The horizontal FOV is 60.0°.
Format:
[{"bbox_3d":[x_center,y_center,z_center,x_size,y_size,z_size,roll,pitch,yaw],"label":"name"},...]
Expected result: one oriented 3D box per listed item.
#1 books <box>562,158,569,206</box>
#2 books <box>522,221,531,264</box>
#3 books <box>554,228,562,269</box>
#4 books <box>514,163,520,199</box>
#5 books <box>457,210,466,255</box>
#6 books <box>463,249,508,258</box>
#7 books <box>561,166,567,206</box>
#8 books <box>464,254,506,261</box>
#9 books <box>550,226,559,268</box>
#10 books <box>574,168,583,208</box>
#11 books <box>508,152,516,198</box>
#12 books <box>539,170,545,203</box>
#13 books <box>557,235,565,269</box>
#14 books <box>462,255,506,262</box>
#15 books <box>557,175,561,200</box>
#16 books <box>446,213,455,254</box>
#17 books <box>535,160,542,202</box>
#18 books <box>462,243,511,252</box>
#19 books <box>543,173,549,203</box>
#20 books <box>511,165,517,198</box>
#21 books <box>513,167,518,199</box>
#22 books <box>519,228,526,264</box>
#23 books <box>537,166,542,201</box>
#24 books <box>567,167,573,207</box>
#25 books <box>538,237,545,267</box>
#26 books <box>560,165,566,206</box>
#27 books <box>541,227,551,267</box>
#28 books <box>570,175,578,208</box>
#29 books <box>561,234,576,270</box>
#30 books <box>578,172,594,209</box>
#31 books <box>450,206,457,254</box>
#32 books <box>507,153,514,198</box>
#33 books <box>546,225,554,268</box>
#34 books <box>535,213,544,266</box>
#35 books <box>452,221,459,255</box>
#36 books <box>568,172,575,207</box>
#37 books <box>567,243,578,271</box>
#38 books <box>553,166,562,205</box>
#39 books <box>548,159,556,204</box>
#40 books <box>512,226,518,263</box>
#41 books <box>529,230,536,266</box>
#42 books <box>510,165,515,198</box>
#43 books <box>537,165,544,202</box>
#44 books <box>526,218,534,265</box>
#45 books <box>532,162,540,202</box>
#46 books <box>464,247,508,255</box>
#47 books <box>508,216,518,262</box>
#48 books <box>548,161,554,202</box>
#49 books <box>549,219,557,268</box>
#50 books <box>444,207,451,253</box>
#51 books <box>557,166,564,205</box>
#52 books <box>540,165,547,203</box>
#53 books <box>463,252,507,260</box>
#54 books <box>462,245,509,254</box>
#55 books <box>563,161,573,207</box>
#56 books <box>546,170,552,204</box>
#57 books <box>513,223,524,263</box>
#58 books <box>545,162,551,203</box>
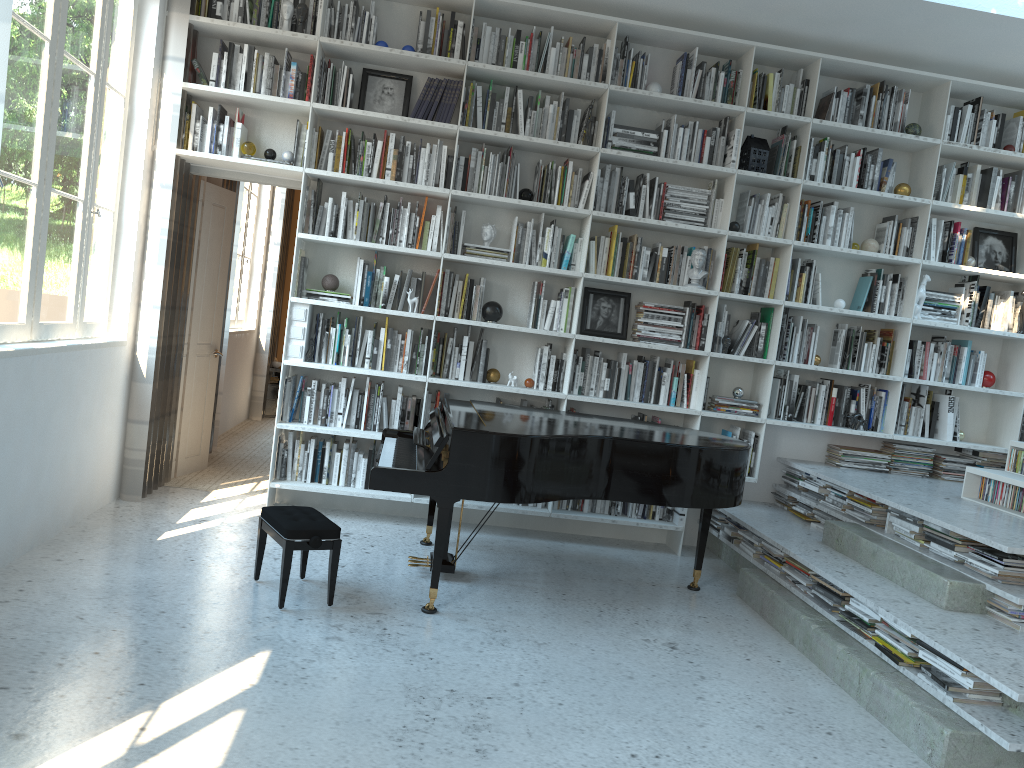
[{"bbox_3d":[0.313,-1.213,5.414,0.006,0.304,0.165,7,4,-7],"label":"books"},{"bbox_3d":[0.081,-0.852,5.426,0.022,0.267,0.151,7,4,-7],"label":"books"},{"bbox_3d":[0.268,-0.824,5.460,0.022,0.256,0.152,7,4,-7],"label":"books"},{"bbox_3d":[0.029,-1.211,5.389,0.031,0.232,0.147,7,4,-7],"label":"books"},{"bbox_3d":[-0.311,-0.906,5.382,0.021,0.278,0.136,7,4,-7],"label":"books"},{"bbox_3d":[-0.164,-0.790,5.401,0.254,0.012,0.160,7,4,-12],"label":"books"},{"bbox_3d":[0.304,-1.188,5.413,0.006,0.253,0.180,7,4,-7],"label":"books"},{"bbox_3d":[-0.169,-0.767,5.414,0.254,0.012,0.160,7,4,-7],"label":"books"},{"bbox_3d":[0.248,-0.827,5.437,0.023,0.260,0.170,7,4,-7],"label":"books"},{"bbox_3d":[0.392,-1.178,5.424,0.022,0.257,0.155,7,4,-7],"label":"books"},{"bbox_3d":[-0.009,-1.242,5.364,0.011,0.287,0.188,7,4,-7],"label":"books"},{"bbox_3d":[0.169,-1.187,5.410,0.013,0.216,0.149,7,4,-7],"label":"books"},{"bbox_3d":[0.289,-0.802,5.465,0.026,0.219,0.149,7,4,-7],"label":"books"},{"bbox_3d":[-0.170,-0.755,5.410,0.285,0.012,0.159,7,4,-9],"label":"books"},{"bbox_3d":[0.271,-1.185,5.429,0.011,0.236,0.130,7,4,-7],"label":"books"},{"bbox_3d":[-0.378,-0.904,5.373,0.024,0.257,0.133,7,4,-7],"label":"books"},{"bbox_3d":[0.150,-1.220,5.415,0.012,0.276,0.129,7,4,-7],"label":"books"},{"bbox_3d":[-0.160,-0.826,5.400,0.285,0.012,0.159,7,4,-11],"label":"books"},{"bbox_3d":[0.195,-1.175,5.410,0.011,0.200,0.162,7,4,-7],"label":"books"},{"bbox_3d":[0.003,-1.208,5.396,0.012,0.218,0.151,7,4,-7],"label":"books"},{"bbox_3d":[0.011,-1.202,5.395,0.004,0.210,0.132,7,4,-7],"label":"books"},{"bbox_3d":[0.054,-0.836,5.440,0.024,0.227,0.137,7,4,-7],"label":"books"},{"bbox_3d":[0.156,-1.200,5.415,0.005,0.239,0.145,7,4,-7],"label":"books"},{"bbox_3d":[0.341,-1.185,5.423,0.010,0.257,0.140,7,4,-7],"label":"books"},{"bbox_3d":[0.167,-0.802,5.450,0.025,0.189,0.140,7,4,-7],"label":"books"},{"bbox_3d":[0.299,-1.195,5.418,0.004,0.265,0.141,7,4,-7],"label":"books"},{"bbox_3d":[0.199,-0.826,5.433,0.028,0.247,0.170,7,4,-7],"label":"books"},{"bbox_3d":[0.365,-1.161,5.432,0.024,0.216,0.141,7,4,-7],"label":"books"},{"bbox_3d":[0.334,-0.800,5.446,0.060,0.228,0.179,7,4,-7],"label":"books"},{"bbox_3d":[0.435,-1.161,5.408,0.064,0.237,0.208,7,4,-7],"label":"books"},{"bbox_3d":[-0.360,-0.923,5.392,0.011,0.298,0.135,7,4,-7],"label":"books"},{"bbox_3d":[-0.018,-1.243,5.381,0.004,0.284,0.166,7,4,-7],"label":"books"},{"bbox_3d":[0.221,-0.832,5.424,0.012,0.266,0.192,7,4,-7],"label":"books"},{"bbox_3d":[0.160,-0.873,5.428,0.010,0.330,0.173,7,4,-7],"label":"books"},{"bbox_3d":[-0.343,-0.876,5.387,0.034,0.210,0.136,7,4,-7],"label":"books"},{"bbox_3d":[0.349,-1.170,5.429,0.011,0.230,0.165,7,4,-7],"label":"books"},{"bbox_3d":[0.372,-0.773,5.471,0.027,0.181,0.141,7,4,-7],"label":"books"},{"bbox_3d":[0.264,-1.187,5.391,0.013,0.244,0.188,7,4,-7],"label":"books"},{"bbox_3d":[0.241,-1.214,5.421,0.033,0.288,0.155,7,4,-7],"label":"books"},{"bbox_3d":[0.009,-0.843,5.424,0.010,0.232,0.154,7,4,-7],"label":"books"},{"bbox_3d":[0.124,-0.825,5.438,0.048,0.225,0.149,7,4,-7],"label":"books"},{"bbox_3d":[-0.006,-1.219,5.401,0.009,0.237,0.134,7,4,-7],"label":"books"},{"bbox_3d":[0.163,-1.199,5.391,0.005,0.240,0.173,7,4,-7],"label":"books"},{"bbox_3d":[0.100,-0.858,5.416,0.012,0.286,0.167,7,4,-7],"label":"books"},{"bbox_3d":[0.141,-1.210,5.408,0.005,0.254,0.160,7,4,-7],"label":"books"},{"bbox_3d":[-0.163,-0.803,5.404,0.254,0.012,0.160,7,4,-10],"label":"books"},{"bbox_3d":[0.003,-0.870,5.407,0.012,0.285,0.159,7,4,-7],"label":"books"},{"bbox_3d":[0.223,-1.210,5.408,0.005,0.275,0.157,7,4,-7],"label":"books"},{"bbox_3d":[0.234,-0.849,5.433,0.011,0.301,0.178,7,4,-7],"label":"books"},{"bbox_3d":[-0.394,-0.920,5.376,0.012,0.285,0.159,7,4,-7],"label":"books"},{"bbox_3d":[0.287,-1.190,5.418,0.017,0.253,0.139,7,4,-7],"label":"books"},{"bbox_3d":[0.182,-1.194,5.385,0.005,0.236,0.178,7,4,-7],"label":"books"},{"bbox_3d":[-0.166,-0.778,5.404,0.254,0.012,0.160,7,4,-11],"label":"books"},{"bbox_3d":[-0.162,-0.815,5.406,0.285,0.012,0.159,7,4,-5],"label":"books"},{"bbox_3d":[0.327,-1.200,5.413,0.022,0.285,0.189,7,4,-7],"label":"books"},{"bbox_3d":[0.216,-1.179,5.388,0.006,0.216,0.181,7,4,-7],"label":"books"},{"bbox_3d":[0.032,-0.847,5.407,0.030,0.247,0.174,7,4,-7],"label":"books"},{"bbox_3d":[0.208,-1.208,5.417,0.009,0.267,0.149,7,4,-7],"label":"books"}]
